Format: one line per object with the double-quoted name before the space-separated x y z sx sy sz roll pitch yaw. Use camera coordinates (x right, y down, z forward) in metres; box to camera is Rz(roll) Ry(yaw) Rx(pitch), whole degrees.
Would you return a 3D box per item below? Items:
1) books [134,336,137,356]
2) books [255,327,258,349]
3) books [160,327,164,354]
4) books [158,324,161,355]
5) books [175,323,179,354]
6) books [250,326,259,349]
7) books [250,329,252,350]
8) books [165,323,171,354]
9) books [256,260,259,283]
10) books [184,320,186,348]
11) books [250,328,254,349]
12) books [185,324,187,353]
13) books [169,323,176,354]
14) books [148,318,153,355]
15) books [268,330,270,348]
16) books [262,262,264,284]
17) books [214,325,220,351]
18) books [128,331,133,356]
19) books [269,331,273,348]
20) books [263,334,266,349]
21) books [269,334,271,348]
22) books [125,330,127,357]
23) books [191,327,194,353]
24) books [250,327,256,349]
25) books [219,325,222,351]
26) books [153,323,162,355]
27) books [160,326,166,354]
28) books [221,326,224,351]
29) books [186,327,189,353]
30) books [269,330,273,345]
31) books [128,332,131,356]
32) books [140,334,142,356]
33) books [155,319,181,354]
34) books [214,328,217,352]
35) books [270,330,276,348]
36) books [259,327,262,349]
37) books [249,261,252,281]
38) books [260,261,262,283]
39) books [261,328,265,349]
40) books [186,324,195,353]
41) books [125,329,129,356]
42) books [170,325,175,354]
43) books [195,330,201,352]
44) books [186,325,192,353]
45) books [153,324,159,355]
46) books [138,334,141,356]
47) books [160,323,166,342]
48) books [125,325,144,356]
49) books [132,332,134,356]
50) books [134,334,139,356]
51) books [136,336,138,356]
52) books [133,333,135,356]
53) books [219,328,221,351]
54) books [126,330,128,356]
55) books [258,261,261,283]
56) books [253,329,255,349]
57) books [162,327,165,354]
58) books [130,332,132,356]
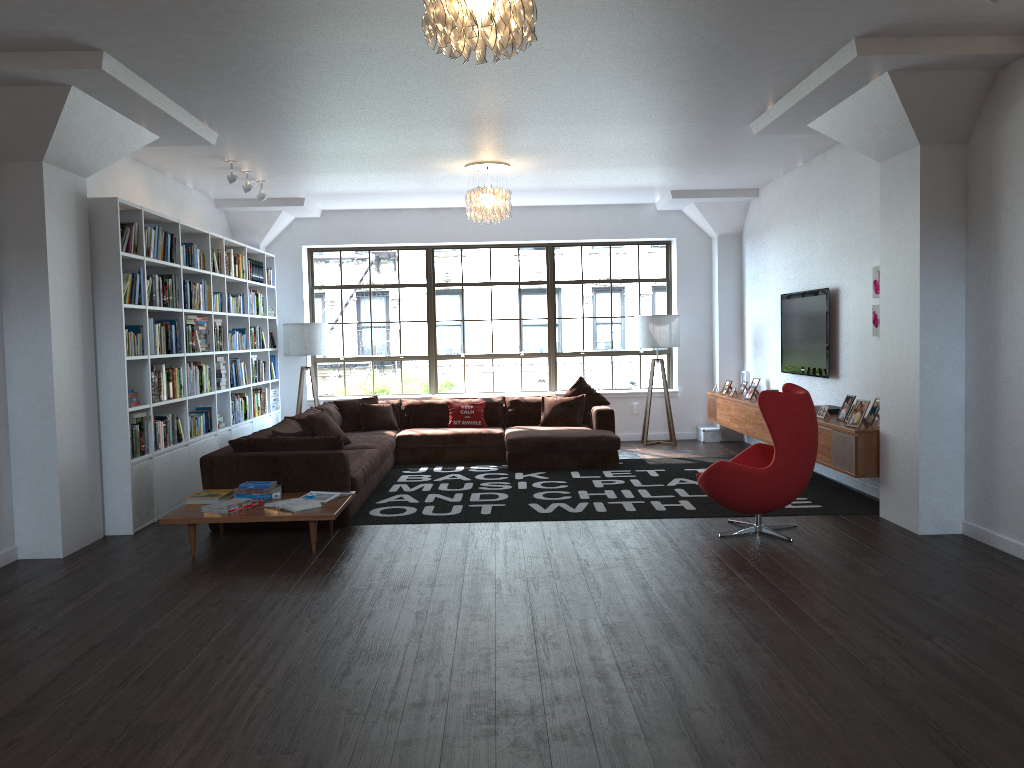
"books" -2.859 -0.284 6.614 0.110 0.153 0.019 -1 3 -1
"books" -2.953 -0.512 9.967 0.171 0.246 0.039 -1 3 -1
"books" -2.887 -0.347 7.127 0.161 0.223 0.027 -1 3 -1
"books" -2.893 -0.354 7.058 0.170 0.245 0.057 -1 3 -1
"books" -2.890 -0.378 7.429 0.182 0.253 0.034 -1 3 -1
"books" -2.959 -0.523 10.045 0.180 0.259 0.042 -1 3 -1
"books" -2.942 -0.488 9.739 0.161 0.223 0.032 -1 3 -1
"books" -2.892 -0.369 7.255 0.182 0.253 0.034 -1 3 -1
"books" -2.976 -1.273 10.069 0.183 0.253 0.042 -1 3 -1
"books" -2.919 -0.406 7.649 0.198 0.284 0.049 -1 3 -1
"books" -2.942 -0.499 9.781 0.174 0.240 0.054 -1 3 -1
"books" -2.911 -0.391 7.690 0.160 0.251 0.031 -1 3 -1
"books" -2.900 -0.376 7.395 0.182 0.253 0.034 -1 3 -1
"books" -2.896 -0.363 6.869 0.197 0.283 0.065 -1 3 -1
"books" -2.954 -0.530 10.507 0.161 0.222 0.084 -1 3 -1
"books" -2.980 -1.285 10.287 0.183 0.253 0.042 -1 3 -1
"books" -2.918 -0.438 8.544 0.174 0.251 0.051 -1 3 -1
"books" -2.874 -0.296 6.550 0.134 0.184 0.030 -1 3 -1
"books" -2.966 -0.527 10.606 0.167 0.210 0.162 -1 3 -1
"books" -2.951 -0.509 10.280 0.161 0.207 0.135 -1 3 -2
"books" -2.957 -0.529 10.541 0.161 0.218 0.101 -1 3 -1
"books" -2.865 -0.292 6.408 0.139 0.191 0.036 -1 3 -1
"books" -2.899 -0.386 7.841 0.161 0.223 0.032 -1 3 -1
"books" -2.955 -0.511 9.893 0.183 0.253 0.042 -1 3 -1
"books" -2.930 -0.442 8.649 0.183 0.253 0.039 -1 3 -1
"books" -2.895 -0.359 7.100 0.159 0.250 0.026 -1 3 -1
"books" -2.899 -0.354 7.186 0.167 0.230 0.037 -1 3 -1
"books" -2.928 -0.444 8.718 0.171 0.246 0.036 -1 3 -1
"books" -2.902 -0.380 7.722 0.161 0.223 0.032 -1 3 -1
"books" -2.981 -0.537 10.642 0.182 0.226 0.173 -1 3 -1
"books" -2.864 -0.290 6.503 0.128 0.178 0.022 -1 3 -1
"books" -2.857 -0.296 6.703 0.107 0.167 0.017 -1 3 -1
"books" -2.902 -0.400 7.490 0.176 0.294 0.102 -1 3 -1
"books" -2.918 -0.421 8.505 0.161 0.223 0.030 -1 3 -1
"books" -2.959 -0.536 10.697 0.182 0.215 0.188 -1 3 -1
"books" -2.955 -0.524 10.132 0.183 0.253 0.042 -1 3 -1
"books" -2.955 -1.242 9.777 0.161 0.223 0.032 -1 3 -1
"books" -2.979 -1.280 10.200 0.183 0.253 0.042 -1 3 -1
"books" -2.958 -0.520 10.222 0.174 0.236 0.142 -1 3 -2
"books" -2.915 -0.403 7.876 0.183 0.253 0.042 -1 3 -1
"books" -2.871 -0.300 6.482 0.127 0.200 0.020 -1 3 -1
"books" -2.893 -0.368 7.356 0.174 0.239 0.045 -1 3 -1
"books" -2.906 -0.386 7.999 0.161 0.207 0.135 -1 3 -2
"books" -2.903 -0.390 7.765 0.174 0.240 0.054 -1 3 -1
"books" -2.888 -0.349 7.007 0.174 0.239 0.045 -1 3 -1
"books" -2.856 -0.292 6.678 0.106 0.162 0.032 -1 3 -1
"books" -2.914 -0.366 7.221 0.182 0.253 0.034 -1 3 -1
"books" -2.875 -0.329 6.735 0.140 0.231 0.042 -1 3 -1
"books" -2.873 -0.294 6.576 0.128 0.178 0.022 -1 3 -1
"books" -2.862 -0.292 6.652 0.120 0.167 0.020 -1 3 -1
"books" -2.861 -0.285 6.633 0.110 0.153 0.018 -1 3 -1
"books" -2.865 -0.292 6.596 0.109 0.171 0.018 -1 3 -1
"books" -2.915 -0.427 8.616 0.161 0.223 0.030 -1 3 -1
"books" -2.869 -0.296 6.449 0.136 0.196 0.045 -1 3 -1
"books" -2.978 -1.277 10.156 0.183 0.253 0.042 -1 3 -1
"books" -2.939 -0.495 9.858 0.161 0.223 0.032 -1 3 -1
"books" -2.890 -0.348 7.153 0.161 0.223 0.026 -1 3 -1
"books" -2.867 -0.291 6.525 0.128 0.178 0.021 -1 3 -1
